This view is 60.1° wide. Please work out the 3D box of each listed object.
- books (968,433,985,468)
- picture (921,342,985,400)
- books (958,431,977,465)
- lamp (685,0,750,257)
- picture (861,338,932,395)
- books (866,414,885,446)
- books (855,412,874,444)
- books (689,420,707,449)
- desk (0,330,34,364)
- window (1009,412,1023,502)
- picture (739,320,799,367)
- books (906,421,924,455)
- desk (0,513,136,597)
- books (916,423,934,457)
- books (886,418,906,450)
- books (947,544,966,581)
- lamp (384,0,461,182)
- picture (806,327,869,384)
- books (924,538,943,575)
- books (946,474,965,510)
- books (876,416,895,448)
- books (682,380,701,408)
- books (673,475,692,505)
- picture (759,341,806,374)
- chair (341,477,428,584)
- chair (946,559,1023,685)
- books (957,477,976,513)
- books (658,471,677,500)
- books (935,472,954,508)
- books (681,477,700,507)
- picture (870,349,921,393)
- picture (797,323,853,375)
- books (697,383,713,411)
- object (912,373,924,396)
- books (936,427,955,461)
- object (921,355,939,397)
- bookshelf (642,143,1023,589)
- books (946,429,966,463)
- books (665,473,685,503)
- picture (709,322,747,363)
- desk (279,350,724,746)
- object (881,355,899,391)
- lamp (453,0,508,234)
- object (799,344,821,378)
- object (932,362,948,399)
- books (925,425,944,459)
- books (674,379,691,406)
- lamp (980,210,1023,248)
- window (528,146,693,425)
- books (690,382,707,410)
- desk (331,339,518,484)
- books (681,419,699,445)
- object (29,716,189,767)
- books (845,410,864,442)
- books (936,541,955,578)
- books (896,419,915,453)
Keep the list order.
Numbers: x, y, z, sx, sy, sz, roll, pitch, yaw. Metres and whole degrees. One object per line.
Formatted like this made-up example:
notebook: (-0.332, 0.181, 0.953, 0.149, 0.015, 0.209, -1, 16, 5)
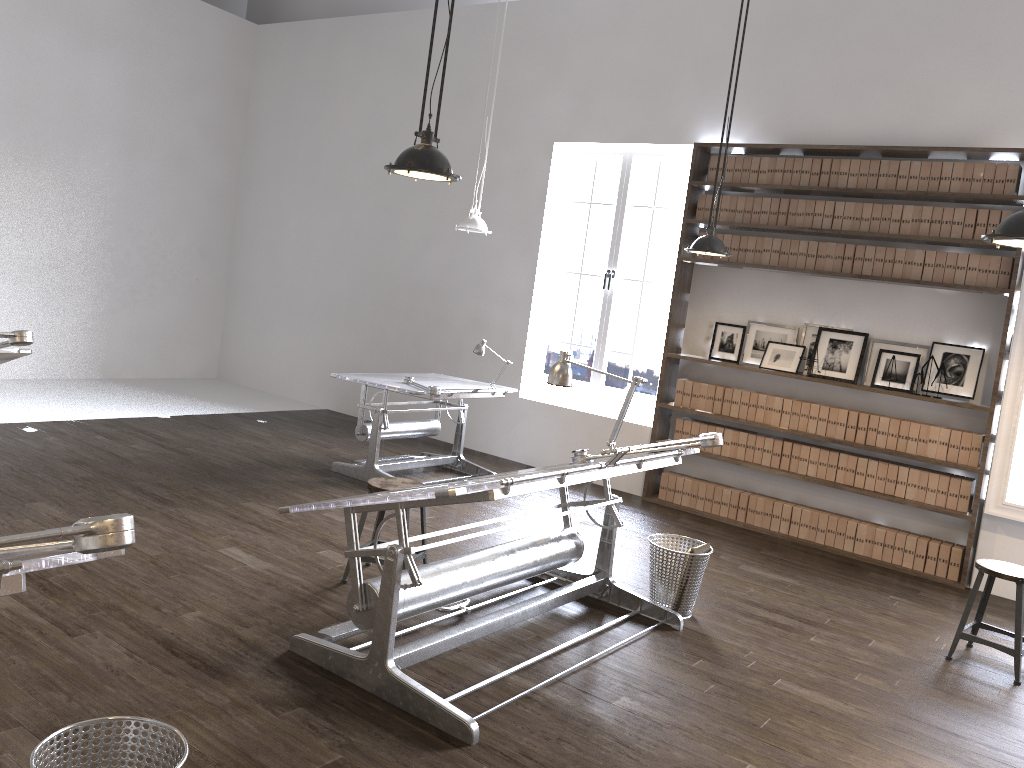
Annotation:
books: (3.229, 0.458, 6.145, 0.067, 0.225, 0.174, 10, 5, 35)
picture: (3.134, -0.099, 6.294, 0.344, 0.363, 0.160, 11, 5, 35)
books: (3.181, 0.447, 6.188, 0.067, 0.225, 0.174, 10, 5, 35)
lamp: (1.457, -1.977, 5.832, 0.313, 2.246, 0.311, 9, 3, 15)
picture: (2.837, -0.132, 6.543, 0.436, 0.360, 0.095, 11, 5, 35)
books: (2.686, 0.340, 6.545, 0.067, 0.225, 0.174, 10, 5, 35)
books: (2.622, 0.327, 6.584, 0.067, 0.225, 0.174, 10, 5, 35)
books: (1.548, 0.421, 7.349, 0.067, 0.225, 0.174, 10, 5, 35)
desk: (-3.580, -0.023, 4.331, 1.081, 1.382, 2.067, 11, 6, 35)
window: (4.004, -0.230, 5.588, 1.250, 2.302, 0.153, 11, 4, 35)
picture: (2.059, -0.304, 7.103, 0.417, 0.364, 0.083, 11, 5, 35)
books: (2.907, 0.389, 6.377, 0.067, 0.225, 0.174, 10, 5, 35)
desk: (-1.787, 0.543, 1.418, 1.081, 1.382, 2.067, 11, 6, 35)
books: (2.963, 0.400, 6.342, 0.067, 0.225, 0.174, 10, 5, 35)
books: (2.799, 0.365, 6.462, 0.067, 0.225, 0.174, 10, 5, 35)
books: (3.115, 1.250, 6.199, 0.067, 0.225, 0.174, 10, 5, 35)
lamp: (-0.208, -1.949, 3.503, 0.310, 2.246, 0.314, 6, 4, -34)
picture: (2.478, -0.220, 6.741, 0.375, 0.390, 0.148, 11, 5, 35)
books: (2.993, 1.224, 6.284, 0.067, 0.225, 0.174, 10, 5, 35)
books: (3.116, 0.760, 6.221, 0.067, 0.225, 0.174, 10, 5, 35)
books: (2.740, 0.352, 6.500, 0.067, 0.225, 0.174, 10, 5, 35)
books: (1.498, 0.084, 7.394, 0.067, 0.225, 0.174, 10, 5, 35)
books: (1.429, 0.885, 7.413, 0.067, 0.225, 0.174, 10, 5, 35)
picture: (2.124, -0.208, 6.960, 0.301, 0.228, 0.144, 11, 5, 35)
chair: (-0.633, 0.786, 4.657, 0.372, 0.526, 0.359, 9, 4, 14)
chair: (2.561, 1.225, 4.644, 0.360, 0.526, 0.371, 12, 6, 43)
books: (3.170, 0.773, 6.176, 0.067, 0.225, 0.174, 10, 5, 35)
books: (1.320, 0.861, 7.499, 0.067, 0.225, 0.174, 10, 5, 35)
books: (3.059, 0.748, 6.262, 0.067, 0.225, 0.174, 10, 5, 35)
books: (1.489, 0.898, 7.373, 0.067, 0.225, 0.174, 10, 5, 35)
picture: (2.818, -0.096, 6.504, 0.291, 0.289, 0.127, 11, 5, 35)
picture: (2.409, -0.249, 6.856, 0.371, 0.405, 0.091, 11, 5, 35)
books: (1.609, 0.107, 7.319, 0.067, 0.225, 0.174, 10, 5, 35)
object: (2.872, 0.001, 6.268, 0.067, 0.165, 0.040, 10, 4, 35)
books: (3.065, 0.423, 6.265, 0.067, 0.225, 0.174, 10, 5, 35)
object: (2.950, -0.057, 6.258, 0.119, 0.303, 0.040, 10, 4, 35)
bookshelf: (2.356, 0.062, 6.840, 2.484, 3.712, 0.412, 11, 4, 35)
books: (3.124, 0.435, 6.227, 0.067, 0.225, 0.174, 10, 5, 35)
books: (1.375, 0.873, 7.457, 0.067, 0.225, 0.174, 10, 5, 35)
picture: (1.782, -0.342, 7.325, 0.268, 0.314, 0.058, 11, 5, 35)
desk: (0.162, 0.510, 4.144, 1.081, 1.382, 2.278, 11, 6, 35)
object: (2.740, -0.079, 6.399, 0.124, 0.259, 0.040, 11, 4, 35)
lamp: (-0.163, -2.328, 6.996, 0.313, 2.246, 0.311, 9, 3, 15)
object: (2.269, -0.181, 6.723, 0.175, 0.259, 0.040, 11, 4, 35)
object: (3.019, -0.025, 6.242, 0.111, 0.261, 0.040, 10, 4, 35)
books: (3.013, 0.411, 6.305, 0.067, 0.225, 0.174, 10, 5, 35)
books: (1.442, 0.071, 7.439, 0.067, 0.225, 0.174, 10, 5, 35)
lamp: (1.974, -1.601, 3.053, 0.313, 2.246, 0.311, 9, 3, 15)
window: (0.893, -0.911, 7.983, 1.489, 2.490, 0.153, 11, 4, 35)
books: (1.556, 0.096, 7.353, 0.067, 0.225, 0.174, 10, 5, 35)
desk: (-0.602, 0.186, 7.050, 1.177, 1.185, 1.268, 11, 6, 35)
books: (1.488, 0.409, 7.389, 0.067, 0.225, 0.174, 10, 5, 35)
object: (-0.997, 1.078, 2.160, 0.352, 0.376, 0.355, 5, 6, -33)
books: (2.566, 0.314, 6.631, 0.067, 0.225, 0.174, 10, 5, 35)
books: (3.055, 1.237, 6.245, 0.067, 0.225, 0.174, 10, 5, 35)
books: (2.856, 0.377, 6.421, 0.067, 0.225, 0.174, 10, 5, 35)
